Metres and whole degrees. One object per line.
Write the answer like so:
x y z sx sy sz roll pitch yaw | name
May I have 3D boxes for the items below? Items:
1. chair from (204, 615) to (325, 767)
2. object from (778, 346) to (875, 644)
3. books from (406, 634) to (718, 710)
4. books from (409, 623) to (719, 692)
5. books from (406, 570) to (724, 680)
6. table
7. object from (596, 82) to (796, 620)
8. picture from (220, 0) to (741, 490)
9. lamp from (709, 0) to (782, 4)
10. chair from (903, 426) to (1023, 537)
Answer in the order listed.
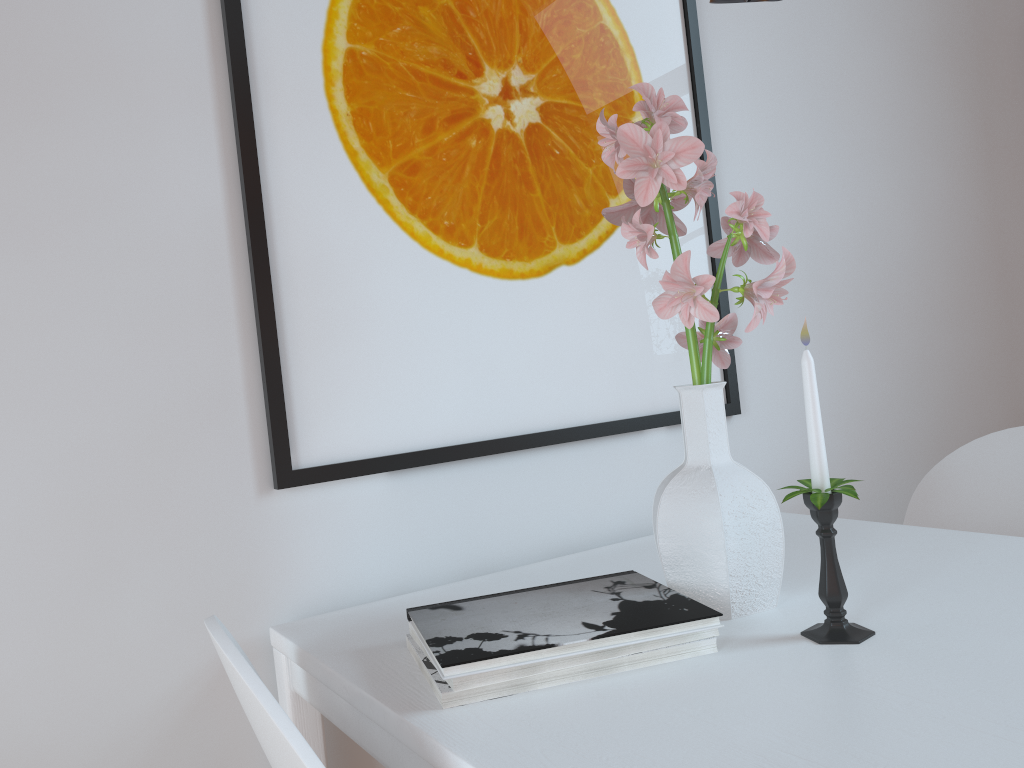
0.088 0.594 0.852 0.638 0.870 0.510 -6 0 -25 | chair
0.285 0.085 0.823 0.080 0.298 0.079 -6 0 10 | object
0.038 0.254 0.869 0.257 0.014 0.193 -7 1 -15 | books
0.041 0.239 0.869 0.252 0.014 0.193 -7 1 -17 | books
0.039 0.227 0.862 0.255 0.012 0.208 -7 1 -14 | books
0.429 0.607 0.732 0.824 0.771 1.289 -7 1 -31 | table
0.214 -0.051 0.977 0.177 0.579 0.180 -6 0 -4 | object
-0.014 -0.431 1.308 0.790 1.052 0.017 -6 0 -30 | picture
0.107 -1.031 0.639 0.168 1.505 0.170 -6 0 -14 | lamp
0.647 0.526 1.231 0.637 0.870 0.511 -7 0 -35 | chair
